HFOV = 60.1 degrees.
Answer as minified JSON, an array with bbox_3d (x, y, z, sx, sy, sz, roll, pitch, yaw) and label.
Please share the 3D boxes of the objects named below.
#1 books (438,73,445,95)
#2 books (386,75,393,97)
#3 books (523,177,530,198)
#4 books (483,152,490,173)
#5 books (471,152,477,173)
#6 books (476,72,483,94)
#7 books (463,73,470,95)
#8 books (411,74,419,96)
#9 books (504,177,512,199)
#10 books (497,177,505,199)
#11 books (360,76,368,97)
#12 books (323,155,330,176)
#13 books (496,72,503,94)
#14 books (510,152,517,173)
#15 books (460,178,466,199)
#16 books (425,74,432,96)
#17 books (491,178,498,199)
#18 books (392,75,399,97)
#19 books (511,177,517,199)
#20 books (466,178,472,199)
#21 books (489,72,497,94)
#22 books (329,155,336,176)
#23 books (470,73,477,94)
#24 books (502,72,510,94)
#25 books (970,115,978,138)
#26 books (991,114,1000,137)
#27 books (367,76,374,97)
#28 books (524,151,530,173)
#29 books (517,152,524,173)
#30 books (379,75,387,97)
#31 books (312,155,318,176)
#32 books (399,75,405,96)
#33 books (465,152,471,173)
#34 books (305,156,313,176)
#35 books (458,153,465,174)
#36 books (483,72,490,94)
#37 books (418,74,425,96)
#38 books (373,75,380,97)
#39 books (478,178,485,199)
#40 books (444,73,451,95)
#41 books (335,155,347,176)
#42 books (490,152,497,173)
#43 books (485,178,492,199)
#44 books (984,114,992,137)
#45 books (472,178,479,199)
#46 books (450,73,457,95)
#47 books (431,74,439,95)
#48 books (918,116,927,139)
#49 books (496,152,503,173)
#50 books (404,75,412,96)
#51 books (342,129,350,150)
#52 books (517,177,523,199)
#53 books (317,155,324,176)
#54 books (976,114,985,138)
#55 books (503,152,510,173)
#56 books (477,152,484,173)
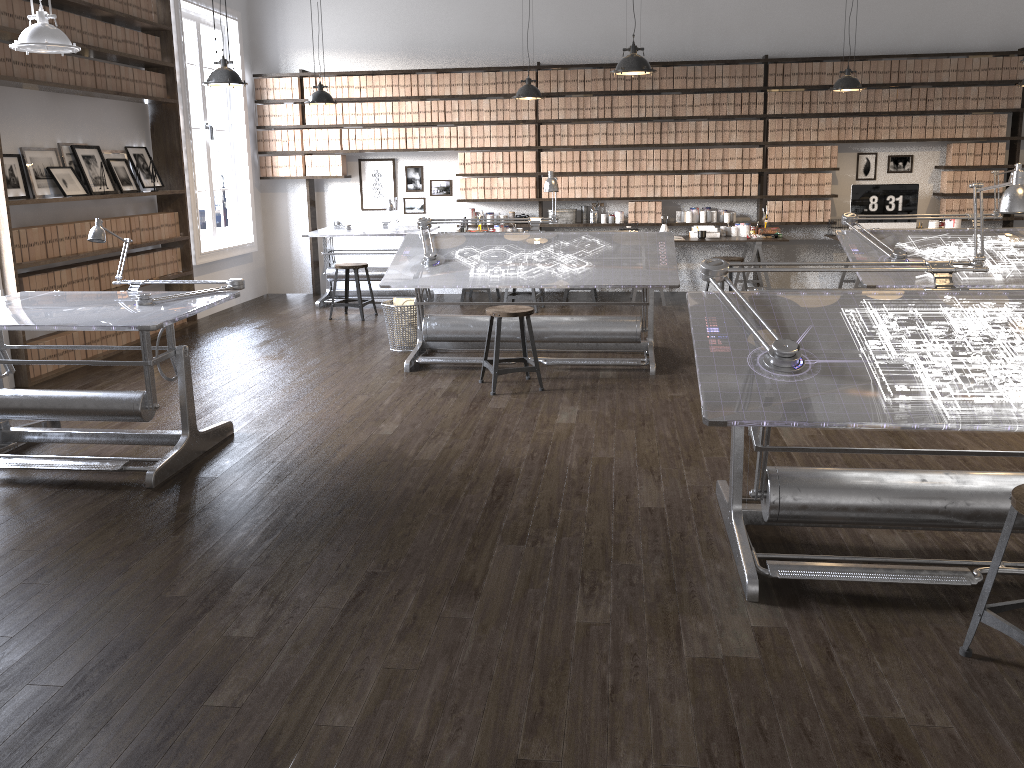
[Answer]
[{"bbox_3d":[-0.740,-3.194,9.470,0.067,0.223,0.176,0,12,7],"label":"books"},{"bbox_3d":[-1.299,-3.200,9.532,0.067,0.223,0.176,0,12,7],"label":"books"},{"bbox_3d":[0.161,-2.121,9.573,0.067,0.223,0.176,0,12,7],"label":"books"},{"bbox_3d":[-0.264,-2.390,9.571,0.067,0.223,0.176,0,12,7],"label":"books"},{"bbox_3d":[-0.397,-2.391,9.586,0.067,0.223,0.176,0,12,7],"label":"books"},{"bbox_3d":[-0.333,-3.189,9.421,0.067,0.223,0.176,0,12,7],"label":"books"},{"bbox_3d":[-0.473,-3.190,9.432,0.067,0.223,0.176,0,12,7],"label":"books"},{"bbox_3d":[-1.026,-3.197,9.500,0.067,0.223,0.176,0,12,7],"label":"books"},{"bbox_3d":[-0.040,-2.122,9.591,0.067,0.223,0.176,0,12,7],"label":"books"},{"bbox_3d":[-0.111,-2.124,9.603,0.067,0.223,0.176,0,12,7],"label":"books"},{"bbox_3d":[-1.579,-3.204,9.567,0.067,0.223,0.176,0,12,7],"label":"books"},{"bbox_3d":[-2.023,-2.411,9.780,0.067,0.223,0.176,0,12,7],"label":"books"},{"bbox_3d":[-0.121,-3.185,9.388,0.067,0.223,0.176,0,12,7],"label":"books"},{"bbox_3d":[0.021,-2.385,9.532,0.067,0.223,0.176,0,12,7],"label":"books"},{"bbox_3d":[-0.520,-2.129,9.649,0.067,0.223,0.176,0,12,7],"label":"books"},{"bbox_3d":[-0.881,-3.195,9.483,0.067,0.223,0.176,0,12,7],"label":"books"},{"bbox_3d":[-0.180,-2.126,9.615,0.067,0.223,0.176,0,12,7],"label":"books"},{"bbox_3d":[-1.227,-3.199,9.523,0.067,0.223,0.176,0,12,7],"label":"books"},{"bbox_3d":[0.032,-2.121,9.582,0.067,0.223,0.176,0,12,7],"label":"books"},{"bbox_3d":[-0.454,-2.129,9.646,0.067,0.223,0.176,0,12,7],"label":"books"},{"bbox_3d":[-0.193,-3.186,9.397,0.067,0.223,0.176,0,12,7],"label":"books"},{"bbox_3d":[-1.953,-2.412,9.778,0.067,0.223,0.176,0,12,7],"label":"books"},{"bbox_3d":[-0.402,-3.190,9.428,0.067,0.223,0.176,0,12,7],"label":"books"},{"bbox_3d":[-0.058,-3.185,9.385,0.067,0.223,0.176,0,12,7],"label":"books"},{"bbox_3d":[4.620,-2.594,8.922,0.067,0.223,0.176,0,12,7],"label":"books"},{"bbox_3d":[4.824,-2.591,8.899,0.067,0.223,0.176,0,12,7],"label":"books"},{"bbox_3d":[-1.509,-3.204,9.562,0.067,0.223,0.176,0,12,7],"label":"books"},{"bbox_3d":[0.171,-2.384,9.517,0.067,0.223,0.176,0,12,7],"label":"books"},{"bbox_3d":[0.096,-2.385,9.528,0.067,0.223,0.176,0,12,7],"label":"books"},{"bbox_3d":[-1.371,-3.202,9.544,0.067,0.223,0.176,0,12,7],"label":"books"},{"bbox_3d":[-2.151,-2.413,9.798,0.067,0.223,0.176,0,12,7],"label":"books"},{"bbox_3d":[-1.164,-3.199,9.519,0.067,0.223,0.176,0,12,7],"label":"books"},{"bbox_3d":[-0.460,-2.391,9.592,0.067,0.223,0.176,0,12,7],"label":"books"},{"bbox_3d":[-2.223,-2.414,9.805,0.067,0.223,0.176,0,12,7],"label":"books"},{"bbox_3d":[-0.532,-2.392,9.599,0.067,0.223,0.176,0,12,7],"label":"books"},{"bbox_3d":[-0.264,-3.187,9.409,0.067,0.223,0.176,0,12,7],"label":"books"},{"bbox_3d":[-0.951,-3.197,9.496,0.067,0.223,0.176,0,12,7],"label":"books"},{"bbox_3d":[-1.440,-3.204,9.556,0.067,0.223,0.176,0,12,7],"label":"books"},{"bbox_3d":[-0.320,-2.126,9.626,0.067,0.223,0.176,0,12,7],"label":"books"},{"bbox_3d":[-0.673,-3.192,9.456,0.067,0.223,0.176,0,12,7],"label":"books"},{"bbox_3d":[-1.884,-2.411,9.768,0.067,0.223,0.176,0,12,7],"label":"books"},{"bbox_3d":[-0.193,-2.389,9.563,0.067,0.223,0.176,0,12,7],"label":"books"},{"bbox_3d":[-0.249,-2.126,9.621,0.067,0.223,0.176,0,12,7],"label":"books"},{"bbox_3d":[4.753,-2.592,8.907,0.067,0.223,0.176,0,12,7],"label":"books"},{"bbox_3d":[-0.391,-2.128,9.637,0.067,0.223,0.176,0,12,7],"label":"books"},{"bbox_3d":[-0.607,-3.192,9.452,0.067,0.223,0.176,0,12,7],"label":"books"},{"bbox_3d":[-0.810,-3.195,9.478,0.067,0.223,0.176,0,12,7],"label":"books"},{"bbox_3d":[4.133,-2.599,8.977,0.067,0.223,0.176,0,12,7],"label":"books"},{"bbox_3d":[-0.124,-2.387,9.550,0.067,0.223,0.176,0,12,7],"label":"books"},{"bbox_3d":[-1.099,-3.199,9.514,0.067,0.223,0.176,0,12,7],"label":"books"},{"bbox_3d":[-1.799,-2.671,9.703,0.067,0.223,0.176,0,12,7],"label":"books"},{"bbox_3d":[0.096,-2.122,9.578,0.067,0.223,0.176,0,12,7],"label":"books"},{"bbox_3d":[-2.089,-2.413,9.792,0.067,0.223,0.176,0,12,7],"label":"books"},{"bbox_3d":[4.685,-2.592,8.910,0.067,0.223,0.176,0,12,7],"label":"books"},{"bbox_3d":[-0.052,-2.387,9.546,0.067,0.223,0.176,0,12,7],"label":"books"},{"bbox_3d":[-0.331,-2.389,9.574,0.067,0.223,0.176,0,12,7],"label":"books"}]
